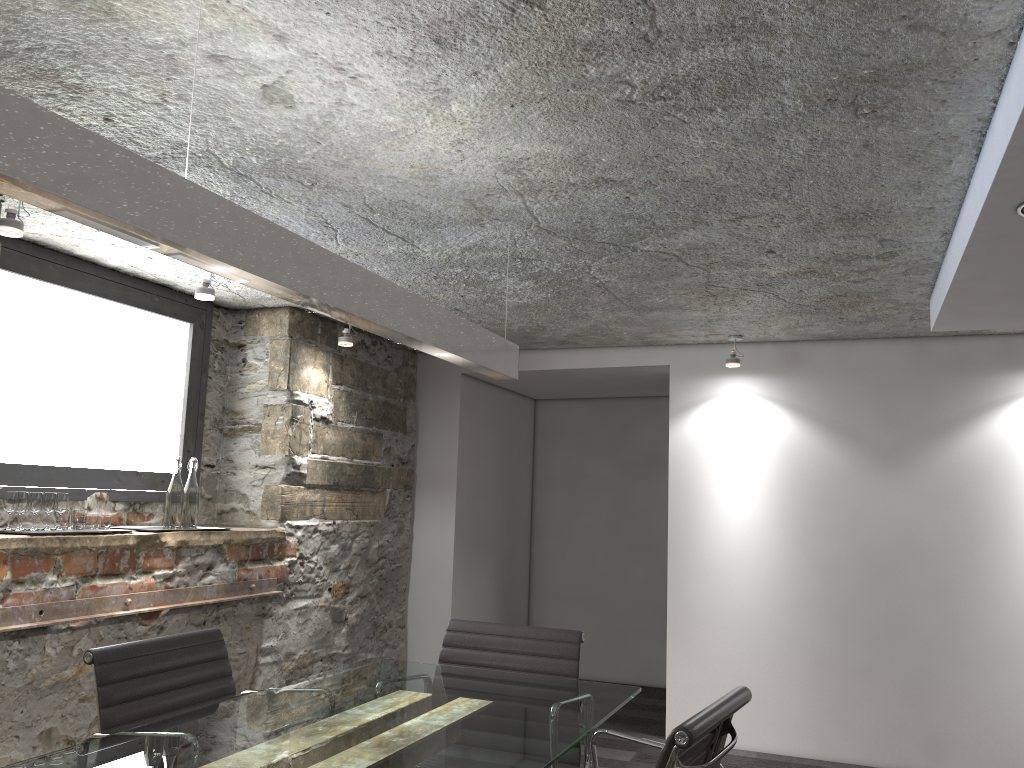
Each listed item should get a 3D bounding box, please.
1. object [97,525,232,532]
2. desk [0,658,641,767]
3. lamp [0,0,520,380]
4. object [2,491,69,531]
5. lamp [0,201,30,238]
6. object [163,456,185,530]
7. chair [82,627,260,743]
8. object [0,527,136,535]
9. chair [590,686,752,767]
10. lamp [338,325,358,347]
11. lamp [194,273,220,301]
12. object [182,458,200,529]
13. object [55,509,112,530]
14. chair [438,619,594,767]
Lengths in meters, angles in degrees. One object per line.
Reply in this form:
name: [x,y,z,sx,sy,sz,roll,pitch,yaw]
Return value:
object: [-1.438,0.602,3.698,0.310,0.007,0.457,-1,-8,21]
desk: [-0.618,1.034,1.263,0.909,0.711,3.154,-1,-8,21]
lamp: [-0.569,-0.487,1.466,0.073,0.524,3.159,-1,-8,21]
object: [-1.661,0.443,3.087,0.108,0.131,0.218,-1,-8,19]
lamp: [-1.509,-0.534,2.700,0.098,0.165,0.077,7,-9,-35]
object: [-1.388,0.450,3.656,0.073,0.300,0.073,3,-8,-10]
chair: [-0.722,1.099,2.260,0.667,0.837,0.693,0,-8,13]
object: [-1.640,0.525,3.178,0.310,0.007,0.457,-1,-8,21]
chair: [0.165,1.082,1.899,0.667,0.837,0.693,-1,-8,19]
lamp: [-0.823,-0.273,4.468,0.098,0.165,0.077,7,-9,-35]
lamp: [-1.197,-0.415,3.505,0.098,0.165,0.077,7,-9,-35]
object: [-1.355,0.462,3.742,0.073,0.300,0.073,3,-8,-10]
object: [-1.591,0.502,3.285,0.111,0.072,0.191,-2,-9,28]
chair: [-0.109,1.166,2.603,0.693,0.837,0.667,0,-8,13]
